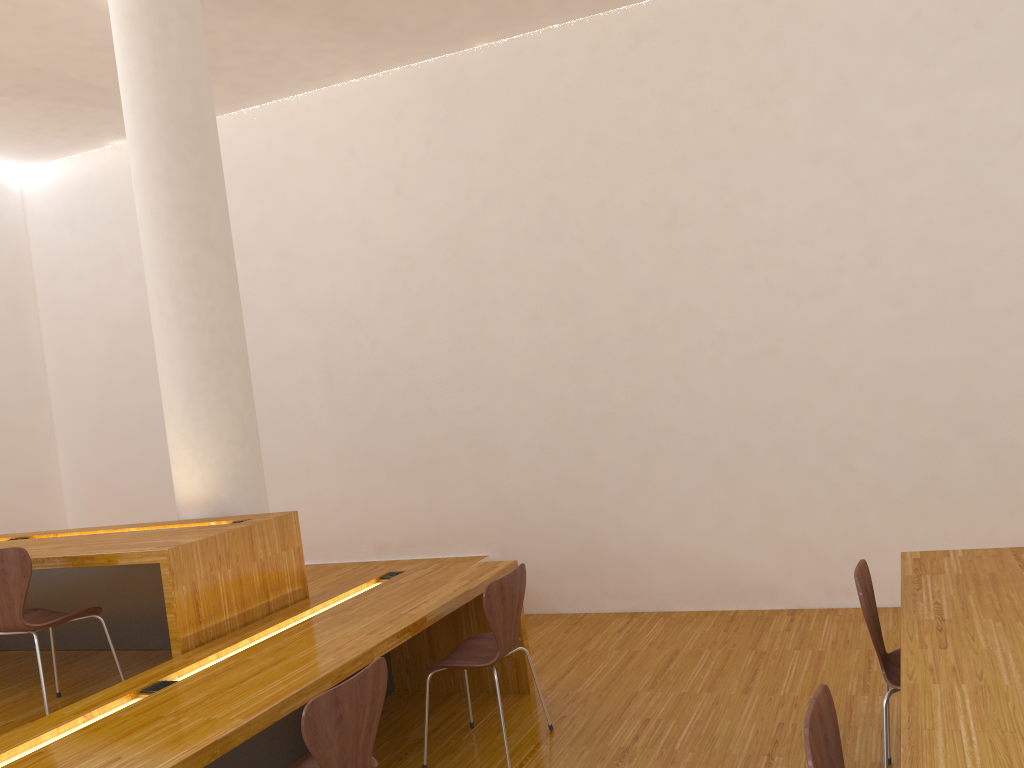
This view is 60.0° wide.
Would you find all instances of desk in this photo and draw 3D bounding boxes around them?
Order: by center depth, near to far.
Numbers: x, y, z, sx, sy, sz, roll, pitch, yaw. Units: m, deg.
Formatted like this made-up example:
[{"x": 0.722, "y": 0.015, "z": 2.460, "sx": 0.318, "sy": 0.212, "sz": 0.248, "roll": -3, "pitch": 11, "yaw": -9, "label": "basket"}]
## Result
[{"x": 1.427, "y": 1.082, "z": 1.529, "sx": 1.285, "sy": 0.918, "sz": 3.236, "roll": -8, "pitch": 0, "yaw": 24, "label": "desk"}, {"x": -0.917, "y": 1.242, "z": 2.775, "sx": 0.760, "sy": 0.606, "sz": 3.185, "roll": -8, "pitch": 0, "yaw": 24, "label": "desk"}, {"x": -2.499, "y": 1.075, "z": 4.209, "sx": 3.185, "sy": 0.606, "sz": 0.760, "roll": -8, "pitch": 0, "yaw": 24, "label": "desk"}]

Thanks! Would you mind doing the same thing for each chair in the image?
[{"x": 0.792, "y": 0.962, "z": 1.654, "sx": 0.381, "sy": 0.693, "sz": 0.428, "roll": -8, "pitch": 0, "yaw": 24, "label": "chair"}, {"x": -0.546, "y": 1.143, "z": 2.431, "sx": 0.381, "sy": 0.693, "sz": 0.428, "roll": -8, "pitch": 0, "yaw": 24, "label": "chair"}, {"x": 1.275, "y": 0.897, "z": 2.661, "sx": 0.381, "sy": 0.693, "sz": 0.428, "roll": -8, "pitch": 0, "yaw": 24, "label": "chair"}, {"x": -1.817, "y": 0.943, "z": 3.436, "sx": 0.428, "sy": 0.693, "sz": 0.381, "roll": -8, "pitch": 0, "yaw": 24, "label": "chair"}, {"x": -0.132, "y": 1.088, "z": 3.469, "sx": 0.381, "sy": 0.693, "sz": 0.428, "roll": -8, "pitch": 0, "yaw": 24, "label": "chair"}]
